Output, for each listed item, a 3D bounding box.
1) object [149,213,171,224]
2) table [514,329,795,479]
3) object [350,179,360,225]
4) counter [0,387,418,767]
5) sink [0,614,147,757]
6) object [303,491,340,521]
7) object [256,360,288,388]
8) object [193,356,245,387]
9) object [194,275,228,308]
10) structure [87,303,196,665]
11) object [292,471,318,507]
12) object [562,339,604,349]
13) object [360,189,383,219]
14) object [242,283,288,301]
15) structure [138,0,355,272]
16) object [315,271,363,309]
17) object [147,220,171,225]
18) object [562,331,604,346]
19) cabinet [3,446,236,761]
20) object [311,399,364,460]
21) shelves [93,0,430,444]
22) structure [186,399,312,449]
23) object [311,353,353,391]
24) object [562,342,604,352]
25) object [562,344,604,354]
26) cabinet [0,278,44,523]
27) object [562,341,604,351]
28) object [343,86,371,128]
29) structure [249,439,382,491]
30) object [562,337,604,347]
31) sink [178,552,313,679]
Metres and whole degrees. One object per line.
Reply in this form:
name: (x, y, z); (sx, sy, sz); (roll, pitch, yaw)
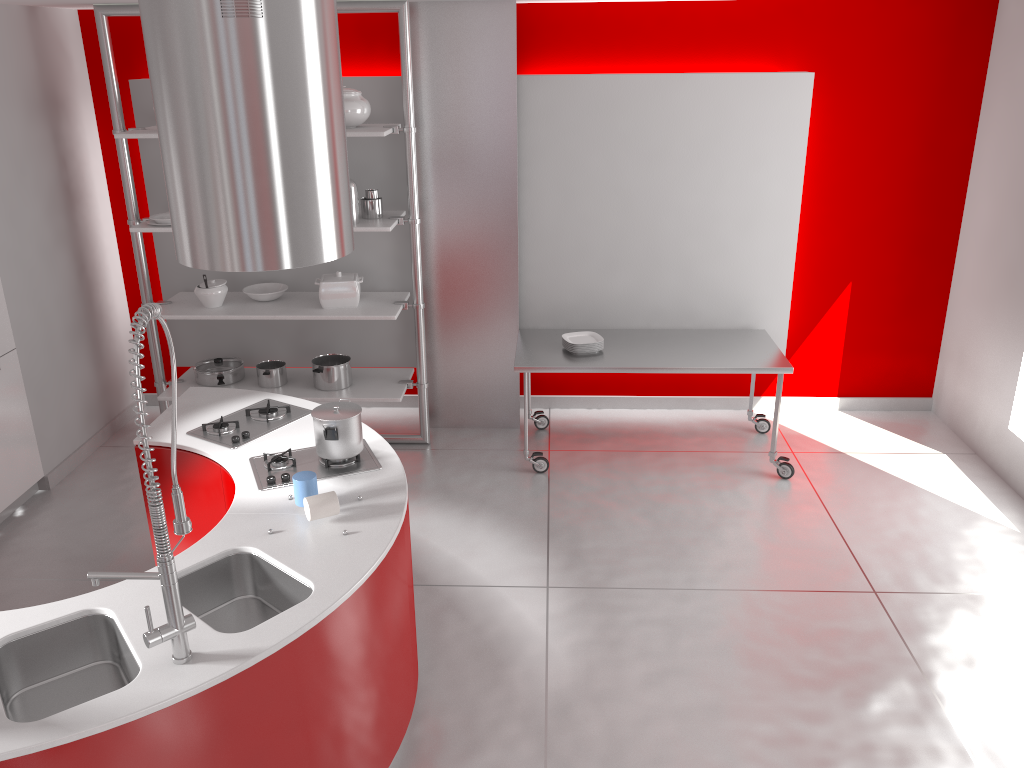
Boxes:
object: (-1.954, -0.948, 5.102); (0.244, 0.042, 0.244); (-5, 21, -12)
table: (0.835, 0.099, 5.385); (1.627, 0.682, 0.749); (1, 21, 4)
object: (-0.920, -1.038, 4.978); (0.115, 0.274, 0.115); (-2, 21, -4)
counter: (-1.485, 0.971, 2.887); (1.868, 0.880, 2.865); (14, 25, 34)
sink: (-1.165, 0.816, 2.344); (0.326, 0.172, 0.428); (-15, 25, -34)
object: (-0.638, 0.400, 2.953); (0.100, 0.080, 0.109); (-11, 23, -25)
object: (-1.491, -0.062, 5.510); (0.182, 0.122, 0.196); (-17, 26, -36)
object: (-1.856, -0.079, 5.553); (0.308, 0.130, 0.407); (3, 21, 10)
object: (-1.795, -0.569, 5.287); (0.192, 0.214, 0.192); (-5, 21, -10)
structure: (-0.901, 0.266, 2.190); (0.308, 0.920, 0.178); (-19, 28, -40)
object: (-0.712, 0.355, 3.050); (0.080, 0.100, 0.109); (-10, 23, -23)
object: (0.416, -0.245, 5.229); (0.228, 0.020, 0.228); (-6, 22, -14)
object: (-0.818, -1.050, 5.169); (0.127, 0.157, 0.127); (4, 21, 12)
object: (-1.508, -0.553, 5.438); (0.272, 0.072, 0.272); (-14, 24, -31)
structure: (-0.920, -0.938, 3.152); (0.644, 0.958, 0.644); (-13, 24, -29)
object: (-1.031, -0.575, 5.309); (0.282, 0.197, 0.235); (-3, 21, -7)
object: (-1.954, -0.935, 5.107); (0.280, 0.015, 0.280); (16, 26, 37)
object: (0.416, -0.264, 5.221); (0.228, 0.020, 0.228); (-6, 22, -14)
cabinet: (-1.753, 0.925, 2.927); (1.875, 0.761, 1.025); (-18, 27, -39)
object: (-0.660, 0.170, 3.366); (0.189, 0.185, 0.218); (-15, 25, -32)
shelves: (-1.395, -0.841, 5.234); (1.735, 2.599, 0.535); (0, 21, 3)
structure: (-1.102, 0.147, 3.752); (0.303, 0.037, 0.457); (12, 24, 30)
object: (-1.109, -0.074, 5.473); (0.240, 0.161, 0.259); (-6, 21, -13)
object: (0.416, -0.226, 5.236); (0.228, 0.020, 0.228); (-6, 22, -14)
object: (0.416, -0.216, 5.240); (0.228, 0.020, 0.228); (-6, 22, -14)
cabinet: (-3.043, 0.090, 3.643); (0.614, 2.026, 2.398); (0, 21, 3)
object: (0.416, -0.235, 5.232); (0.228, 0.020, 0.228); (-6, 22, -14)
object: (-0.936, -1.551, 4.966); (0.287, 0.222, 0.287); (-19, 27, -40)
structure: (-0.752, 0.287, 3.373); (0.457, 0.037, 0.303); (-9, 22, -21)
object: (0.416, -0.254, 5.225); (0.228, 0.020, 0.228); (-6, 22, -14)
sink: (-0.806, 0.695, 2.650); (0.428, 0.172, 0.326); (17, 27, 39)
